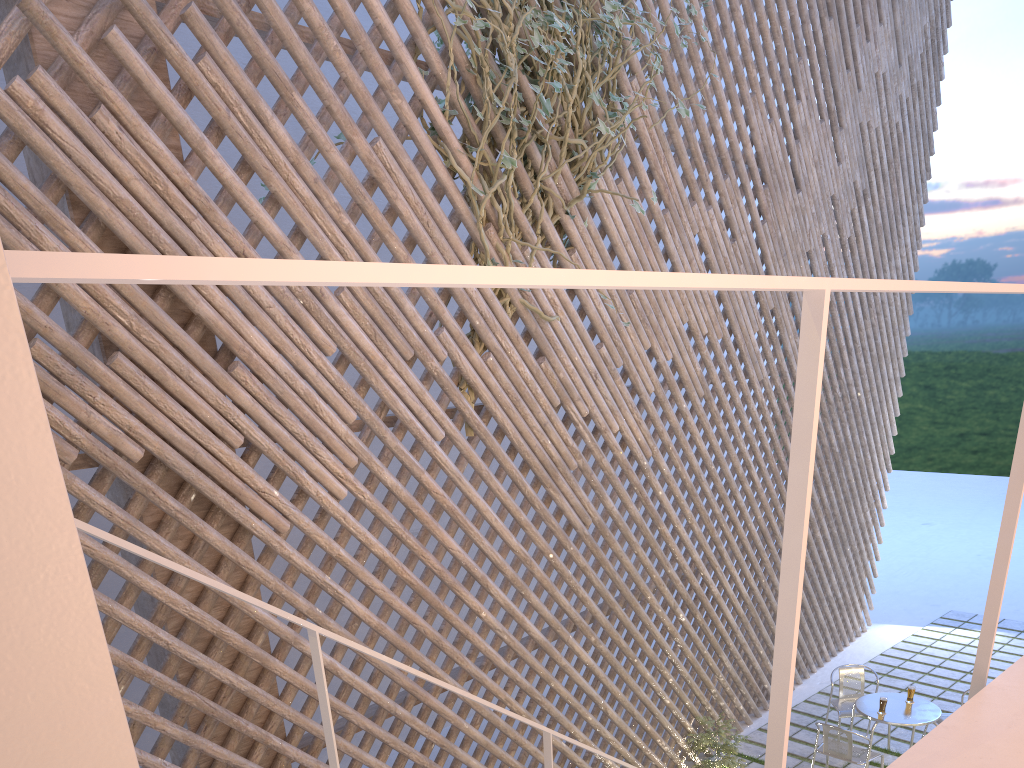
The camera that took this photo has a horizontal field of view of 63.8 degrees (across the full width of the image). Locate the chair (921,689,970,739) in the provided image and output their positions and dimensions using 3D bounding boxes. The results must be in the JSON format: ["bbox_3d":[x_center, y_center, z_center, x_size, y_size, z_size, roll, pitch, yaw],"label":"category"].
[{"bbox_3d":[2.034,1.553,3.717,0.249,0.417,0.233,-2,16,1],"label":"chair"}]

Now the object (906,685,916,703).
[{"bbox_3d":[1.768,1.376,3.648,0.032,0.084,0.028,-2,19,1],"label":"object"}]

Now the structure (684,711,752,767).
[{"bbox_3d":[0.948,1.653,3.772,0.290,0.355,0.291,5,16,31],"label":"structure"}]

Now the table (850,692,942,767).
[{"bbox_3d":[1.703,1.595,3.682,0.349,0.367,0.314,-1,13,9],"label":"table"}]

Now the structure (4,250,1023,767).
[{"bbox_3d":[0.443,0.197,0.884,1.624,0.616,0.026,-7,19,-40],"label":"structure"}]

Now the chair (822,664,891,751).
[{"bbox_3d":[1.660,1.563,3.969,0.262,0.417,0.221,-4,16,-3],"label":"chair"}]

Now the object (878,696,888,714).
[{"bbox_3d":[1.603,1.388,3.556,0.032,0.084,0.028,-2,19,1],"label":"object"}]

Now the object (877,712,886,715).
[{"bbox_3d":[2.587,1.190,2.523,2.800,0.468,0.057,0,16,44],"label":"object"}]

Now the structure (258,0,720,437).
[{"bbox_3d":[0.221,-1.299,2.282,0.710,2.989,2.203,14,21,39],"label":"structure"}]

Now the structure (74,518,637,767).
[{"bbox_3d":[-0.138,0.937,1.590,1.137,2.155,1.840,12,19,40],"label":"structure"}]

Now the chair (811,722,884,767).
[{"bbox_3d":[1.428,1.594,3.525,0.234,0.417,0.250,-18,22,-42],"label":"chair"}]

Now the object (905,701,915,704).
[{"bbox_3d":[2.689,1.199,2.591,0.035,0.431,2.755,-22,15,-41],"label":"object"}]
